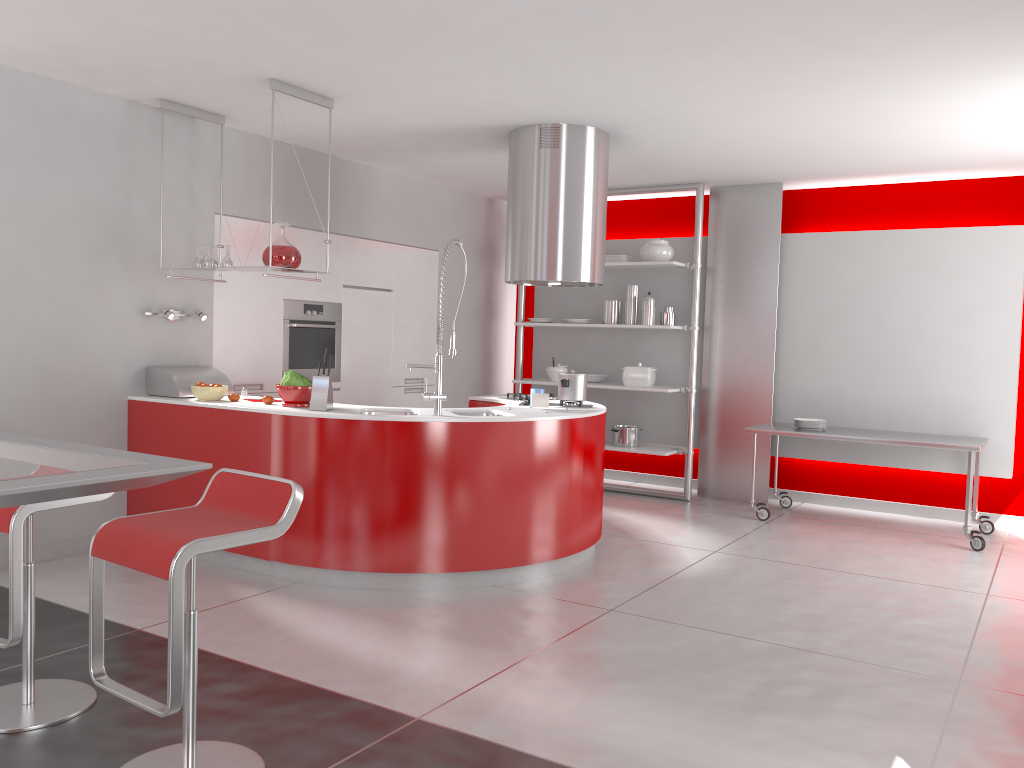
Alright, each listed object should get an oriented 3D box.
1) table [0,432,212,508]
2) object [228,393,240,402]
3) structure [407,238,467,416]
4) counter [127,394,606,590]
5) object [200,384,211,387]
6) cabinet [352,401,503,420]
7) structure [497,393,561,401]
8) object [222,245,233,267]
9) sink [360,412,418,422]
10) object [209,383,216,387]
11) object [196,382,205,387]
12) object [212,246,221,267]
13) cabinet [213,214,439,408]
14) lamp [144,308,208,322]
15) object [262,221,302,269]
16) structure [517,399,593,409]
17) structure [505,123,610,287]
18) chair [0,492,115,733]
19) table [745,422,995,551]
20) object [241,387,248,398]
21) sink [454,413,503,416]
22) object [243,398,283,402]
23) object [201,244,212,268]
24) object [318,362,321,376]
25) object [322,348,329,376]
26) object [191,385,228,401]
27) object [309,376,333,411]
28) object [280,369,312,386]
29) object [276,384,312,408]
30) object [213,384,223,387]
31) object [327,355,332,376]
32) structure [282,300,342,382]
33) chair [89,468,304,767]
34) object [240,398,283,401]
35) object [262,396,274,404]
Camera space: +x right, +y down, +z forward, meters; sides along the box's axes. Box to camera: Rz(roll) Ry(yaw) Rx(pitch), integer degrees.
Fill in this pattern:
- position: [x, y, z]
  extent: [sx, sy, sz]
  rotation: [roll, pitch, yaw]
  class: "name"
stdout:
- position: [-1.587, 0.634, 2.026]
  extent: [1.700, 1.000, 0.800]
  rotation: [4, 3, 32]
  class: "table"
- position: [-1.587, 0.079, 5.063]
  extent: [0.065, 0.047, 0.063]
  rotation: [4, 3, 31]
  class: "object"
- position: [-0.377, -0.300, 4.606]
  extent: [0.308, 0.920, 0.178]
  rotation: [1, 3, -15]
  class: "structure"
- position: [-0.726, 0.556, 5.292]
  extent: [2.865, 0.880, 1.868]
  rotation: [0, 3, -24]
  class: "counter"
- position: [-1.751, 0.023, 5.075]
  extent: [0.065, 0.052, 0.062]
  rotation: [3, 3, 16]
  class: "object"
- position: [-0.932, 0.509, 5.468]
  extent: [1.875, 0.761, 1.025]
  rotation: [1, 3, -13]
  class: "cabinet"
- position: [0.166, 0.087, 6.037]
  extent: [0.457, 0.037, 0.303]
  rotation: [0, 3, -28]
  class: "structure"
- position: [-1.636, -0.724, 5.100]
  extent: [0.060, 0.141, 0.060]
  rotation: [4, 3, 32]
  class: "object"
- position: [-0.656, 0.252, 4.723]
  extent: [0.326, 0.172, 0.428]
  rotation: [1, 3, -7]
  class: "sink"
- position: [-1.730, 0.021, 5.133]
  extent: [0.066, 0.049, 0.062]
  rotation: [3, 3, 29]
  class: "object"
- position: [-1.791, 0.015, 5.120]
  extent: [0.055, 0.058, 0.066]
  rotation: [3, 3, 17]
  class: "object"
- position: [-1.721, -0.730, 5.151]
  extent: [0.060, 0.141, 0.060]
  rotation: [4, 3, 32]
  class: "object"
- position: [-1.559, -0.126, 6.909]
  extent: [0.614, 2.026, 2.398]
  rotation: [4, 3, 32]
  class: "cabinet"
- position: [-2.022, -0.421, 5.413]
  extent: [0.155, 0.081, 0.454]
  rotation: [4, 3, 32]
  class: "lamp"
- position: [-1.284, -0.768, 4.952]
  extent: [0.213, 0.266, 0.213]
  rotation: [0, 3, -30]
  class: "object"
- position: [0.274, 0.116, 5.515]
  extent: [0.457, 0.037, 0.303]
  rotation: [2, 3, 7]
  class: "structure"
- position: [0.289, -1.121, 5.727]
  extent: [0.644, 0.958, 0.644]
  rotation: [2, 3, -2]
  class: "structure"
- position: [-1.608, 0.657, 2.987]
  extent: [0.418, 0.857, 0.460]
  rotation: [3, 3, 27]
  class: "chair"
- position: [2.588, 0.699, 6.465]
  extent: [1.627, 0.682, 0.749]
  rotation: [4, 3, 33]
  class: "table"
- position: [-1.620, 0.051, 5.371]
  extent: [0.042, 0.066, 0.043]
  rotation: [-1, 4, -45]
  class: "object"
- position: [-0.182, 0.262, 4.834]
  extent: [0.326, 0.172, 0.428]
  rotation: [1, 3, -19]
  class: "sink"
- position: [-1.463, 0.095, 5.193]
  extent: [0.168, 0.006, 0.266]
  rotation: [0, 3, -31]
  class: "object"
- position: [-1.744, -0.726, 5.068]
  extent: [0.060, 0.141, 0.060]
  rotation: [2, 3, 9]
  class: "object"
- position: [-1.027, -0.018, 4.693]
  extent: [0.009, 0.197, 0.091]
  rotation: [2, 3, 3]
  class: "object"
- position: [-0.999, -0.031, 4.699]
  extent: [0.014, 0.322, 0.150]
  rotation: [2, 3, 3]
  class: "object"
- position: [-1.734, 0.054, 5.085]
  extent: [0.201, 0.086, 0.201]
  rotation: [4, 3, 33]
  class: "object"
- position: [-1.005, 0.046, 4.675]
  extent: [0.091, 0.178, 0.137]
  rotation: [2, 3, 5]
  class: "object"
- position: [-1.166, 0.012, 4.852]
  extent: [0.198, 0.182, 0.193]
  rotation: [4, 4, 37]
  class: "object"
- position: [-1.176, 0.064, 4.859]
  extent: [0.229, 0.118, 0.228]
  rotation: [2, 3, 3]
  class: "object"
- position: [-1.686, 0.025, 5.083]
  extent: [0.066, 0.049, 0.062]
  rotation: [4, 4, 40]
  class: "object"
- position: [-0.973, -0.014, 4.688]
  extent: [0.012, 0.279, 0.130]
  rotation: [2, 3, 3]
  class: "object"
- position: [-1.443, -0.305, 6.478]
  extent: [0.050, 0.589, 0.599]
  rotation: [4, 3, 32]
  class: "structure"
- position: [-0.901, 0.702, 2.542]
  extent: [0.418, 0.857, 0.460]
  rotation: [4, 4, 37]
  class: "chair"
- position: [-1.408, 0.090, 5.179]
  extent: [0.375, 0.008, 0.041]
  rotation: [2, 3, 9]
  class: "object"
- position: [-1.359, 0.089, 4.946]
  extent: [0.064, 0.048, 0.063]
  rotation: [2, 3, 10]
  class: "object"
